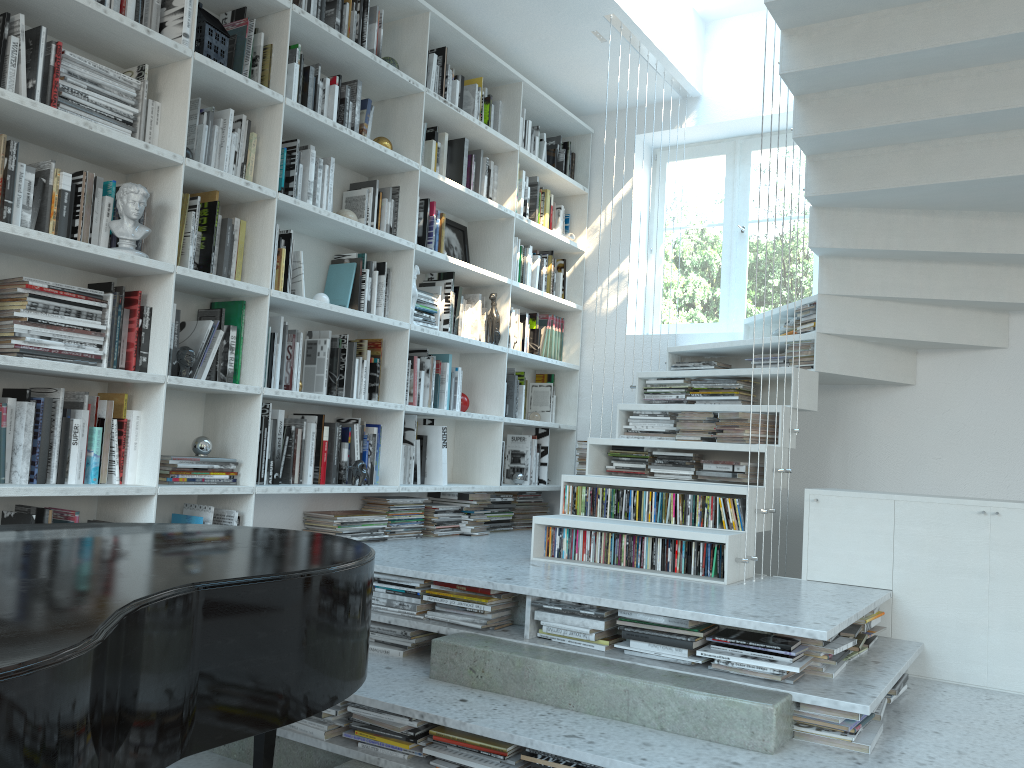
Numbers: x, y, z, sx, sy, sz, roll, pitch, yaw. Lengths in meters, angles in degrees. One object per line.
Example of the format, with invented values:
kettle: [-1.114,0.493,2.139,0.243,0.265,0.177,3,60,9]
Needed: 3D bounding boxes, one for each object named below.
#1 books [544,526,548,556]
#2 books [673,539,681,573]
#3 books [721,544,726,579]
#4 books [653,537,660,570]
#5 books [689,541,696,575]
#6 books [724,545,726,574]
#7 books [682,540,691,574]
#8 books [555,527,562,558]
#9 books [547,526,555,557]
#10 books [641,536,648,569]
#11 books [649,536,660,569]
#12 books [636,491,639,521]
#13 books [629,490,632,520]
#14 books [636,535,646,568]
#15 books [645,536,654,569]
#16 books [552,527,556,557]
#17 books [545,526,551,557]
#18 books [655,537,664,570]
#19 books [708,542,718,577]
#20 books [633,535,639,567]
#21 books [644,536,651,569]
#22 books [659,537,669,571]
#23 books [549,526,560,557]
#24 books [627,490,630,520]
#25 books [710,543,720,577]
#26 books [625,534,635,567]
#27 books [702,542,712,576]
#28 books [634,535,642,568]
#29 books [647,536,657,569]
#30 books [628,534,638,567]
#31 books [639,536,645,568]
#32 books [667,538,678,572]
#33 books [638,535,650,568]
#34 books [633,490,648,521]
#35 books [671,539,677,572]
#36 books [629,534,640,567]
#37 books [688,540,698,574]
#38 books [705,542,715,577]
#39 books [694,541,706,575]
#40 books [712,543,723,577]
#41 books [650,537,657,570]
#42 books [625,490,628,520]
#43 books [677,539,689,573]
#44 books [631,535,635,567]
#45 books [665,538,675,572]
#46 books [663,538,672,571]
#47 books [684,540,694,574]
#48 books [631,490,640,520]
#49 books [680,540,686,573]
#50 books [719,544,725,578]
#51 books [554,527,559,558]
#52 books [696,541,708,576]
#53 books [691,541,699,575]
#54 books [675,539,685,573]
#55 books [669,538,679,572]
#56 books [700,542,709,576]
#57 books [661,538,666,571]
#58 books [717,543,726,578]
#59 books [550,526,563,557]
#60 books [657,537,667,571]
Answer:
books: [0.172,0.670,3.797,0.007,0.125,0.125,1,-5,32]
books: [0.663,0.674,3.494,0.008,0.125,0.125,1,-5,32]
books: [0.825,0.676,3.393,0.007,0.125,0.125,1,-5,32]
books: [0.592,0.674,3.537,0.011,0.125,0.125,1,-5,32]
books: [0.719,0.675,3.459,0.009,0.125,0.125,1,-5,32]
books: [0.834,0.676,3.388,0.012,0.125,0.125,1,-5,32]
books: [0.693,0.675,3.475,0.008,0.125,0.125,1,-5,32]
books: [0.221,0.671,3.767,0.008,0.125,0.125,1,-5,32]
books: [0.185,0.671,3.789,0.008,0.125,0.125,1,-5,32]
books: [0.551,0.673,3.563,0.010,0.125,0.125,1,-5,32]
books: [0.577,0.674,3.546,0.007,0.125,0.125,1,-5,32]
books: [0.555,0.514,3.751,0.010,0.125,0.125,1,-5,32]
books: [0.527,0.514,3.768,0.007,0.125,0.125,1,-5,32]
books: [0.531,0.673,3.575,0.008,0.125,0.125,1,-5,32]
books: [0.565,0.674,3.554,0.008,0.125,0.125,1,-5,32]
books: [0.208,0.671,3.775,0.007,0.125,0.125,1,-5,32]
books: [0.179,0.670,3.792,0.008,0.125,0.125,1,-5,32]
books: [0.598,0.674,3.533,0.011,0.125,0.125,1,-5,32]
books: [0.781,0.675,3.421,0.011,0.125,0.125,1,-5,32]
books: [0.518,0.673,3.583,0.008,0.125,0.125,1,-5,32]
books: [0.558,0.674,3.558,0.008,0.125,0.125,1,-5,32]
books: [0.613,0.674,3.525,0.008,0.125,0.125,1,-5,32]
books: [0.193,0.671,3.784,0.010,0.125,0.125,1,-5,32]
books: [0.519,0.514,3.773,0.009,0.125,0.125,1,-5,32]
books: [0.789,0.675,3.415,0.009,0.125,0.125,1,-5,32]
books: [0.493,0.673,3.599,0.008,0.125,0.125,1,-5,32]
books: [0.764,0.675,3.431,0.013,0.125,0.125,1,-5,32]
books: [0.525,0.673,3.579,0.007,0.125,0.125,1,-5,32]
books: [0.571,0.674,3.550,0.008,0.125,0.125,1,-5,32]
books: [0.500,0.673,3.594,0.008,0.125,0.125,1,-5,32]
books: [0.545,0.673,3.567,0.010,0.125,0.125,1,-5,32]
books: [0.644,0.674,3.505,0.007,0.125,0.125,1,-5,32]
books: [0.538,0.673,3.571,0.008,0.125,0.125,1,-5,32]
books: [0.545,0.514,3.757,0.014,0.125,0.125,1,-5,32]
books: [0.656,0.674,3.498,0.007,0.125,0.125,1,-5,32]
books: [0.505,0.673,3.591,0.008,0.125,0.125,1,-5,32]
books: [0.712,0.675,3.463,0.010,0.125,0.125,1,-5,32]
books: [0.772,0.675,3.426,0.009,0.125,0.125,1,-5,32]
books: [0.735,0.675,3.449,0.010,0.125,0.125,1,-5,32]
books: [0.799,0.676,3.409,0.016,0.125,0.125,1,-5,32]
books: [0.584,0.674,3.542,0.008,0.125,0.125,1,-5,32]
books: [0.513,0.514,3.777,0.010,0.125,0.125,1,-5,32]
books: [0.678,0.675,3.484,0.010,0.125,0.125,1,-5,32]
books: [0.512,0.673,3.587,0.008,0.125,0.125,1,-5,32]
books: [0.636,0.674,3.510,0.008,0.125,0.125,1,-5,32]
books: [0.627,0.674,3.516,0.012,0.125,0.125,1,-5,32]
books: [0.702,0.675,3.469,0.012,0.125,0.125,1,-5,32]
books: [0.535,0.514,3.763,0.010,0.125,0.125,1,-5,32]
books: [0.687,0.675,3.479,0.010,0.125,0.125,1,-5,32]
books: [0.819,0.676,3.397,0.009,0.125,0.125,1,-5,32]
books: [0.214,0.671,3.771,0.007,0.125,0.125,1,-5,32]
books: [0.745,0.675,3.443,0.014,0.125,0.125,1,-5,32]
books: [0.727,0.675,3.454,0.007,0.125,0.125,1,-5,32]
books: [0.669,0.674,3.490,0.008,0.125,0.125,1,-5,32]
books: [0.650,0.674,3.502,0.007,0.125,0.125,1,-5,32]
books: [0.754,0.675,3.437,0.010,0.125,0.125,1,-5,32]
books: [0.619,0.674,3.520,0.010,0.125,0.125,1,-5,32]
books: [0.811,0.676,3.402,0.013,0.125,0.125,1,-5,32]
books: [0.201,0.671,3.779,0.009,0.125,0.125,1,-5,32]
books: [0.606,0.674,3.529,0.008,0.125,0.125,1,-5,32]
